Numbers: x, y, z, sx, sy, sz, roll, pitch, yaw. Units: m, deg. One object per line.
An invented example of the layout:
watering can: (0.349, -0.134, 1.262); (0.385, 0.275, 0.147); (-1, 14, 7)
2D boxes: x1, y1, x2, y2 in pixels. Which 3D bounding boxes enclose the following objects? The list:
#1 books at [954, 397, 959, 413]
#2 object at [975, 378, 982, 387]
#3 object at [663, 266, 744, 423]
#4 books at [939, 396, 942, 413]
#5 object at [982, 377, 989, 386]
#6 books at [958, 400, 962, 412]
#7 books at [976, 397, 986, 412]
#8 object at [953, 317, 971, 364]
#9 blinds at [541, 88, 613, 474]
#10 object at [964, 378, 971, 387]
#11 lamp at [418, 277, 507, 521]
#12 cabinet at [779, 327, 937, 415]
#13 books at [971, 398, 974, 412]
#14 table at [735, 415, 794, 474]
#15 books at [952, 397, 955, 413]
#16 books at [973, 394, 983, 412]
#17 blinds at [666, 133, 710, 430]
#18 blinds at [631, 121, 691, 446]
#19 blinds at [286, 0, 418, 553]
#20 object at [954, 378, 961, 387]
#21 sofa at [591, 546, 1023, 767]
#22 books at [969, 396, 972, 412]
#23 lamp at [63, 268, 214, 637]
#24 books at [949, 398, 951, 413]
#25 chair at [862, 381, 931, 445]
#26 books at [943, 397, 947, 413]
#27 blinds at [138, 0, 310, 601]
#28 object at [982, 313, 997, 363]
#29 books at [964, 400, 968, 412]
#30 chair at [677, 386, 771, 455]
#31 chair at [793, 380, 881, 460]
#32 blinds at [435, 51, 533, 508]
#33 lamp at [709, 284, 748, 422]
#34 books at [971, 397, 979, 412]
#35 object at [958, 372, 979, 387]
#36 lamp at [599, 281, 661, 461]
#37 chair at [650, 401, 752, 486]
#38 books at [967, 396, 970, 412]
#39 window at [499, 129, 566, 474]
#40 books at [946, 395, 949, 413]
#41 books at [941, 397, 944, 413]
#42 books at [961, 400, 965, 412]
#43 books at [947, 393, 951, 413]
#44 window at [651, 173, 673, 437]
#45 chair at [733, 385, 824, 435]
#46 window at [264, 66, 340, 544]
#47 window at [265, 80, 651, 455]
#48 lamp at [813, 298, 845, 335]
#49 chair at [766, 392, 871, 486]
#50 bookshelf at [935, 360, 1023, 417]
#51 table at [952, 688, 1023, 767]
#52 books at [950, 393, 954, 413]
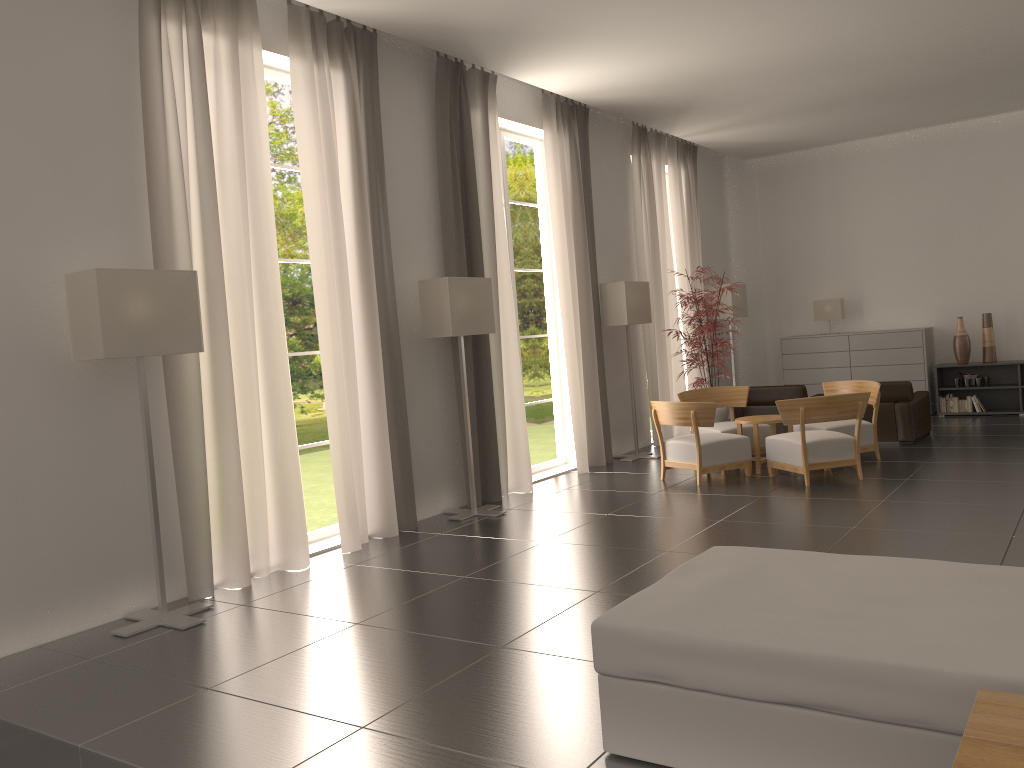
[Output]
books: (9.358, 0.433, 18.641); (0.054, 0.311, 0.244); (-3, 2, 34)
object: (9.676, -0.034, 18.378); (0.136, 0.178, 0.135); (-4, 2, 5)
object: (3.549, -0.470, 16.319); (1.489, 3.396, 1.772); (-4, 2, 19)
books: (9.106, 0.431, 18.807); (0.022, 0.338, 0.253); (-3, 2, 34)
object: (9.882, -0.055, 18.486); (0.135, 0.178, 0.136); (-3, 3, 40)
books: (9.428, 0.459, 18.642); (0.054, 0.249, 0.167); (-3, 2, 34)
books: (9.729, 0.428, 18.384); (0.142, 0.289, 0.252); (-3, 3, 34)
object: (9.394, -0.907, 18.524); (0.327, 0.991, 0.326); (-6, 2, -32)
blinds: (1.130, -1.759, 15.290); (0.417, 6.428, 1.551); (-3, 2, 31)
object: (9.489, -0.024, 18.473); (0.135, 0.178, 0.136); (-3, 3, 35)
lamp: (-0.631, 0.174, 11.970); (0.907, 3.177, 1.001); (-3, 2, 34)
cabinet: (7.790, -0.224, 20.020); (3.079, 1.875, 1.041); (-3, 3, 34)
books: (9.592, 0.426, 18.484); (0.017, 0.305, 0.239); (-3, 2, 34)
table: (3.934, 0.925, 13.748); (0.870, 0.802, 0.869); (-6, 3, -33)
books: (9.321, 0.431, 18.671); (0.039, 0.318, 0.236); (-3, 2, 34)
books: (9.682, 0.399, 18.423); (0.138, 0.354, 0.236); (-3, 2, 34)
blinds: (3.891, -2.176, 19.357); (0.417, 6.428, 1.551); (-3, 2, 31)
blinds: (2.941, -2.032, 17.960); (0.414, 6.428, 1.551); (-3, 2, 38)
blinds: (-1.919, -1.299, 10.798); (0.417, 6.428, 1.551); (-3, 2, 31)
object: (9.366, -0.023, 18.647); (0.135, 0.178, 0.136); (-3, 3, 35)
sofa: (2.154, 1.417, 2.464); (5.523, 1.204, 5.611); (-2, 3, 34)
books: (9.570, 0.418, 18.489); (0.019, 0.324, 0.254); (-3, 2, 34)
lamp: (-3.298, 0.576, 8.041); (0.907, 3.177, 1.001); (-3, 2, 34)
books: (9.269, 0.441, 18.720); (0.017, 0.302, 0.215); (-3, 2, 34)
chair: (6.563, 0.468, 15.938); (1.537, 1.075, 1.501); (-3, 3, 34)
books: (9.176, 0.440, 18.764); (0.039, 0.312, 0.246); (-3, 2, 34)
blinds: (-3.002, -1.136, 9.205); (0.414, 6.428, 1.551); (-3, 2, 38)
object: (9.907, -0.959, 18.439); (0.262, 1.024, 0.263); (-3, 2, 38)
books: (9.520, 0.455, 18.579); (0.054, 0.249, 0.167); (-3, 2, 34)
chair: (3.593, 0.684, 14.855); (1.453, 1.226, 1.151); (-5, 2, -21)
chair: (5.158, 0.601, 14.109); (1.151, 1.226, 1.452); (-5, 2, -16)
blinds: (-0.459, -1.519, 12.952); (0.414, 6.428, 1.551); (-3, 2, 38)
lamp: (5.071, -0.686, 20.370); (0.907, 3.177, 1.001); (-3, 2, 34)
books: (9.648, 0.417, 18.438); (0.130, 0.322, 0.252); (-3, 3, 34)
object: (9.607, -0.107, 18.639); (0.142, 0.309, 0.413); (-6, 3, -41)
lamp: (2.158, -0.247, 16.078); (0.907, 3.177, 1.001); (-3, 2, 34)
chair: (2.829, 0.817, 13.384); (1.152, 1.226, 1.452); (-6, 3, -31)
books: (9.558, 0.414, 18.538); (0.054, 0.328, 0.187); (-3, 2, 34)
window: (-0.019, -1.328, 14.657); (0.110, 5.747, 2.646); (-3, 2, 34)
books: (9.218, 0.415, 18.755); (0.039, 0.357, 0.210); (-3, 2, 34)
books: (9.145, 0.445, 18.798); (0.048, 0.305, 0.226); (-3, 2, 34)
books: (9.474, 0.457, 18.611); (0.054, 0.249, 0.167); (-3, 2, 34)
books: (9.244, 0.400, 18.731); (0.029, 0.385, 0.220); (-3, 2, 34)
window: (2.943, -1.775, 19.021); (0.110, 5.747, 2.646); (-3, 2, 34)
chair: (5.090, 0.531, 16.945); (1.537, 1.075, 1.501); (-3, 3, 34)
window: (-2.981, -0.881, 10.293); (0.110, 5.747, 2.646); (-3, 2, 34)
window: (14.380, -5.111, 16.290); (99.074, 20.569, 48.680); (-2, 3, 34)
lamp: (7.319, -1.550, 20.450); (0.618, 0.795, 0.310); (-3, 2, 34)
chair: (4.318, 0.740, 12.627); (1.452, 1.226, 1.151); (-5, 2, -11)
bookshelf: (10.411, 0.071, 18.112); (3.079, 1.078, 0.741); (-3, 3, 34)
table: (2.037, 1.625, 2.306); (1.599, 0.839, 1.602); (-3, 3, 34)
books: (9.285, 0.400, 18.694); (0.039, 0.384, 0.233); (-3, 2, 34)
